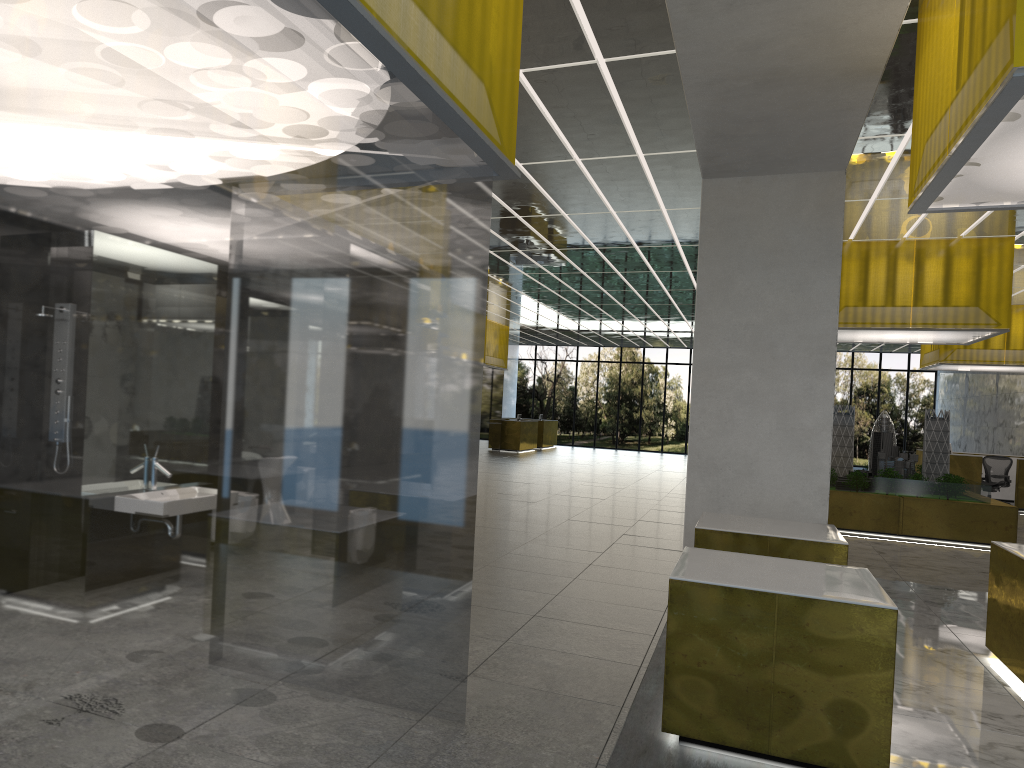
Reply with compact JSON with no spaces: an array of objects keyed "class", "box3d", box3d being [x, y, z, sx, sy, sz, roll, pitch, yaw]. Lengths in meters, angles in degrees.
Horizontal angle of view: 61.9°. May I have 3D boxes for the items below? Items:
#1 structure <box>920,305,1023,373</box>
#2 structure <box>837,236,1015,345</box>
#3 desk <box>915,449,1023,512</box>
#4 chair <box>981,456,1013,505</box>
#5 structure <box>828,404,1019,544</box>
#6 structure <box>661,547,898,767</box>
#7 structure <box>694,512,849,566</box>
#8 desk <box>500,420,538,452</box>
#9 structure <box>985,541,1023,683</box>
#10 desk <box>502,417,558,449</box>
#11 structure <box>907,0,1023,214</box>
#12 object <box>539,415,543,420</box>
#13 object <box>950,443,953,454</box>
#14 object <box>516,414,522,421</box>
[{"class":"structure","box3d":[14.641,-1.588,26.026,3.363,2.269,3.028,3,-1,21]},{"class":"structure","box3d":[8.268,-2.121,18.183,3.363,2.269,3.152,3,-1,21]},{"class":"desk","box3d":[14.446,2.920,26.012,3.322,1.508,3.385,3,-1,20]},{"class":"chair","box3d":[14.530,2.915,25.820,1.195,1.493,0.967,3,0,44]},{"class":"structure","box3d":[8.453,1.807,19.369,3.993,2.571,5.007,3,-1,19]},{"class":"structure","box3d":[1.864,1.942,6.156,1.410,1.173,1.403,3,-1,20]},{"class":"structure","box3d":[2.607,2.046,8.800,1.410,1.173,1.403,3,-1,20]},{"class":"desk","box3d":[-0.660,2.513,42.887,3.322,1.508,3.385,3,-1,20]},{"class":"structure","box3d":[5.219,2.157,7.584,1.410,1.173,1.403,3,-1,20]},{"class":"desk","box3d":[0.596,2.689,47.363,3.322,1.508,3.385,3,-1,20]},{"class":"structure","box3d":[4.653,-2.627,5.305,3.362,2.269,3.151,3,-1,21]},{"class":"object","box3d":[1.480,2.007,46.988,0.568,0.667,0.730,3,-1,19]},{"class":"object","box3d":[13.647,2.167,26.420,0.568,0.667,0.729,3,-1,19]},{"class":"object","box3d":[0.213,1.830,42.473,0.568,0.667,0.729,3,-1,19]}]
